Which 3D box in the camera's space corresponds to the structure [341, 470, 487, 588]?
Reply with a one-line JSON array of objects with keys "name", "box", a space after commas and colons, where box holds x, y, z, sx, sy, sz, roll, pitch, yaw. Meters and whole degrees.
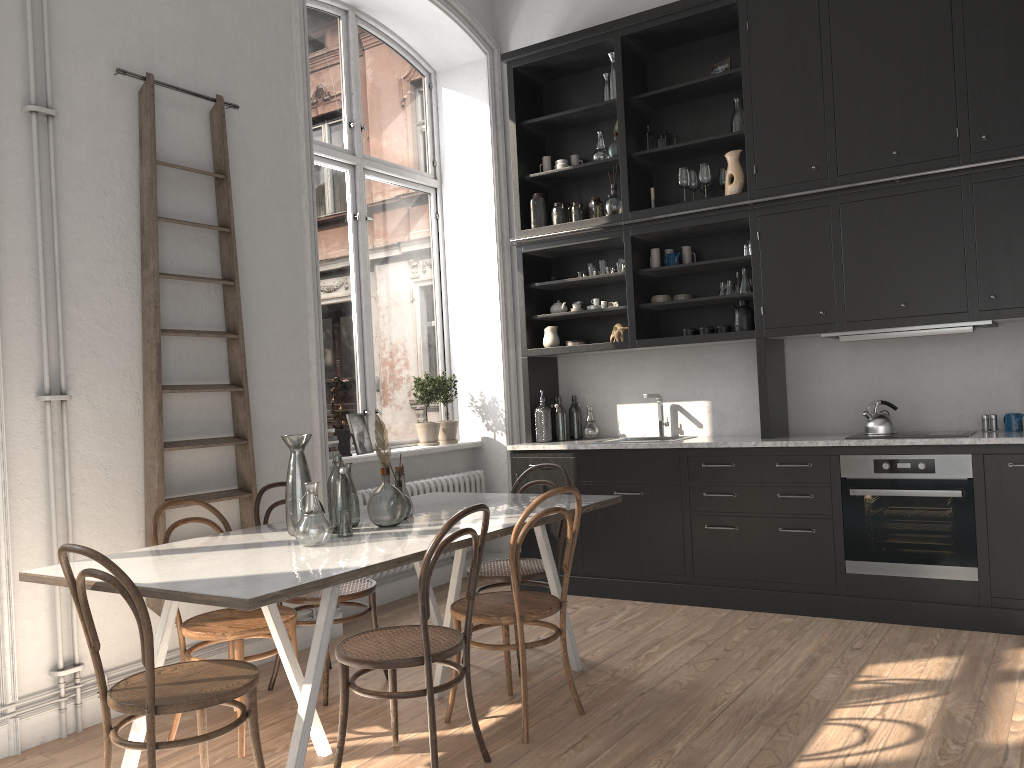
[{"name": "structure", "box": [-0.667, 0.902, 5.719, 0.194, 0.552, 1.577, -3, -1, 33]}]

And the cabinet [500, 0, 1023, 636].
[{"name": "cabinet", "box": [1.438, -0.524, 5.190, 3.251, 3.583, 0.635, -3, 0, 33]}]

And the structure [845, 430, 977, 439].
[{"name": "structure", "box": [2.141, 0.273, 4.758, 0.592, 0.011, 0.427, -3, -1, 33]}]

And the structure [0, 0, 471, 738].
[{"name": "structure", "box": [-1.691, -0.825, 4.138, 0.340, 4.473, 5.181, -3, -1, 33]}]

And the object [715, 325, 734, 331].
[{"name": "object", "box": [1.307, -0.332, 5.463, 0.104, 0.059, 0.088, -3, -1, -4]}]

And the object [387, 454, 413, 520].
[{"name": "object", "box": [-0.472, 0.422, 3.692, 0.107, 0.283, 0.107, -3, 0, 28]}]

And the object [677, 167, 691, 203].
[{"name": "object", "box": [1.053, -1.202, 5.404, 0.083, 0.221, 0.083, -3, 0, -26]}]

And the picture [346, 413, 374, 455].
[{"name": "picture", "box": [-0.997, 0.320, 5.632, 0.149, 0.264, 0.221, -3, -1, 16]}]

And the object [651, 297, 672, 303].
[{"name": "object", "box": [-1.011, 0.448, 3.582, 0.792, 1.842, 5.826, -3, -1, 38]}]

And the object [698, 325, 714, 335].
[{"name": "object", "box": [1.179, -0.326, 5.377, 0.104, 0.059, 0.088, -3, -1, 11]}]

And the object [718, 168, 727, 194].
[{"name": "object", "box": [1.314, -1.215, 5.473, 0.083, 0.221, 0.083, -3, 0, 32]}]

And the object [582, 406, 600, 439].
[{"name": "object", "box": [0.533, 0.263, 6.039, 0.120, 0.219, 0.132, -3, -1, 33]}]

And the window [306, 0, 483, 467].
[{"name": "window", "box": [-0.364, -5.298, 12.870, 26.403, 15.934, 14.383, -3, -1, 33]}]

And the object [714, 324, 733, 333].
[{"name": "object", "box": [1.275, -0.332, 5.340, 0.088, 0.059, 0.104, -4, -1, 41]}]

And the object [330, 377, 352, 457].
[{"name": "object", "box": [-1.070, 0.202, 5.452, 0.122, 0.488, 0.102, -3, 0, -33]}]

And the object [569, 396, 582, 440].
[{"name": "object", "box": [0.436, 0.231, 6.125, 0.086, 0.301, 0.086, -3, 0, -12]}]

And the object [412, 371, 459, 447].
[{"name": "object", "box": [-0.541, 0.169, 6.282, 0.234, 0.524, 0.500, -3, -1, 22]}]

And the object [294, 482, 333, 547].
[{"name": "object", "box": [-0.700, 0.457, 3.117, 0.132, 0.219, 0.132, -3, 0, 22]}]

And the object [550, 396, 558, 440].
[{"name": "object", "box": [0.313, 0.237, 6.129, 0.086, 0.301, 0.086, -3, -1, -43]}]

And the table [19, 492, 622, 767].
[{"name": "table", "box": [-0.525, 0.954, 3.503, 1.100, 0.780, 2.200, -3, -1, 33]}]

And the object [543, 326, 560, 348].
[{"name": "object", "box": [0.266, -0.313, 5.994, 0.115, 0.144, 0.127, -3, -1, 12]}]

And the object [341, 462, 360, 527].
[{"name": "object", "box": [-0.663, 0.444, 3.546, 0.100, 0.255, 0.098, -3, 0, 10]}]

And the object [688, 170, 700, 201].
[{"name": "object", "box": [1.122, -1.205, 5.481, 0.083, 0.221, 0.083, -3, 0, 25]}]

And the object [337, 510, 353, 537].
[{"name": "object", "box": [-0.622, 0.518, 3.293, 0.058, 0.094, 0.058, -3, -1, -29]}]

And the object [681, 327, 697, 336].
[{"name": "object", "box": [1.089, -0.321, 5.444, 0.104, 0.059, 0.088, -3, -1, 21]}]

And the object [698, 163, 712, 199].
[{"name": "object", "box": [1.164, -1.209, 5.334, 0.083, 0.221, 0.083, -3, 0, -11]}]

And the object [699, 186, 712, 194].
[{"name": "object", "box": [1.216, -1.208, 5.571, 0.083, 0.221, 0.083, -3, 0, -26]}]

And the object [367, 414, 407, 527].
[{"name": "object", "box": [-0.502, 0.339, 3.508, 0.156, 0.446, 0.157, -3, 0, -39]}]

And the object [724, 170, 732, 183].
[{"name": "object", "box": [1.312, -1.198, 5.366, 0.046, 0.186, 0.046, -3, 0, 5]}]

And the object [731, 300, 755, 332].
[{"name": "object", "box": [1.391, -0.404, 5.291, 0.124, 0.192, 0.129, -3, -1, -30]}]

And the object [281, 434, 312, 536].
[{"name": "object", "box": [-0.814, 0.385, 3.390, 0.116, 0.383, 0.116, -3, -1, 44]}]

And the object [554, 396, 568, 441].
[{"name": "object", "box": [0.327, 0.235, 6.005, 0.086, 0.301, 0.086, -3, 0, 18]}]

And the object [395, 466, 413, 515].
[{"name": "object", "box": [-0.479, 0.459, 3.817, 0.101, 0.212, 0.101, -3, 0, -18]}]

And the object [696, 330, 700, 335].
[{"name": "object", "box": [1.136, -0.321, 5.573, 0.088, 0.059, 0.104, -3, -1, 31]}]

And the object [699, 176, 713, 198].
[{"name": "object", "box": [1.192, -1.209, 5.437, 0.083, 0.221, 0.083, -3, 0, 32]}]

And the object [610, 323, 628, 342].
[{"name": "object", "box": [0.687, -0.328, 5.703, 0.069, 0.123, 0.173, -3, -1, -25]}]

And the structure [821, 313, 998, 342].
[{"name": "structure", "box": [2.177, -0.311, 4.874, 0.844, 0.123, 0.379, -3, -1, 33]}]

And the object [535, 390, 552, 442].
[{"name": "object", "box": [0.207, 0.213, 5.941, 0.109, 0.349, 0.109, -3, 0, 14]}]

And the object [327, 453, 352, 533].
[{"name": "object", "box": [-0.665, 0.418, 3.412, 0.086, 0.301, 0.086, -3, 0, 18]}]

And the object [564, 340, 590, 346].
[{"name": "object", "box": [0.438, -0.268, 5.967, 0.180, 0.037, 0.180, -3, -1, 18]}]

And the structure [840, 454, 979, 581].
[{"name": "structure", "box": [2.158, 0.668, 4.749, 0.622, 0.623, 0.618, -3, -1, 33]}]
